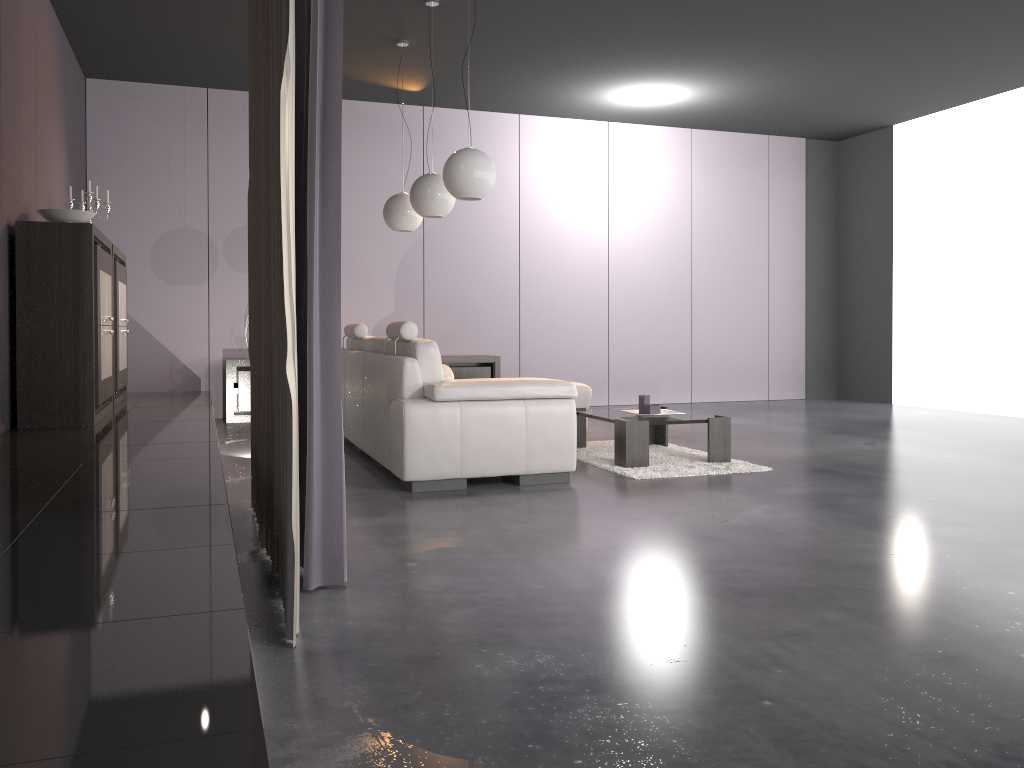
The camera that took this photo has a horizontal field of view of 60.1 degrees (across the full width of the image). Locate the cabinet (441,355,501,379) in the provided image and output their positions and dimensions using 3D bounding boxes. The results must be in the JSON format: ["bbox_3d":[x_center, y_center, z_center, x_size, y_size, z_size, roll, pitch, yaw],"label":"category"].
[{"bbox_3d":[-0.673,0.011,8.524,1.072,0.554,0.377,-1,2,-19],"label":"cabinet"}]

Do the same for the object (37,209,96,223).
[{"bbox_3d":[-2.569,-0.933,5.113,0.309,0.116,0.309,1,3,14],"label":"object"}]

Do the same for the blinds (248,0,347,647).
[{"bbox_3d":[-0.708,-0.874,2.967,0.248,2.994,3.292,0,2,-19],"label":"blinds"}]

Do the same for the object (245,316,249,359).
[{"bbox_3d":[-2.327,-0.460,7.935,0.123,0.465,0.108,0,1,-18],"label":"object"}]

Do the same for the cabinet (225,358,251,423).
[{"bbox_3d":[-2.038,0.043,8.044,1.072,0.554,0.377,-1,2,-19],"label":"cabinet"}]

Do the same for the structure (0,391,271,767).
[{"bbox_3d":[-1.557,0.468,3.157,1.000,0.300,8.783,-1,4,-19],"label":"structure"}]

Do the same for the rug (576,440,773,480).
[{"bbox_3d":[0.829,0.455,5.602,0.916,0.023,1.528,-1,4,-19],"label":"rug"}]

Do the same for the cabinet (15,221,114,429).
[{"bbox_3d":[-2.536,-0.338,5.132,0.411,1.074,1.073,0,2,-19],"label":"cabinet"}]

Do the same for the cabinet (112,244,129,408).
[{"bbox_3d":[-2.922,-0.405,6.231,0.411,1.074,1.073,0,2,-19],"label":"cabinet"}]

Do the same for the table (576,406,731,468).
[{"bbox_3d":[0.832,0.316,5.617,0.701,0.270,0.906,-1,3,-19],"label":"table"}]

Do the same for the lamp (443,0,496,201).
[{"bbox_3d":[-0.247,-1.771,5.089,0.306,1.414,0.307,1,1,38],"label":"lamp"}]

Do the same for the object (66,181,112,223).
[{"bbox_3d":[-2.854,-1.150,5.981,0.229,0.445,0.230,0,1,-2],"label":"object"}]

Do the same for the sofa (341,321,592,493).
[{"bbox_3d":[-0.137,0.013,5.989,1.868,0.858,2.866,-1,3,-19],"label":"sofa"}]

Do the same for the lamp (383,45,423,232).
[{"bbox_3d":[-0.829,-1.870,6.735,0.306,1.414,0.307,0,1,-16],"label":"lamp"}]

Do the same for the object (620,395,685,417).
[{"bbox_3d":[0.872,0.129,5.506,0.304,0.136,0.305,-1,3,-15],"label":"object"}]

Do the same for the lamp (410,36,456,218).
[{"bbox_3d":[-0.530,-1.820,5.896,0.306,1.414,0.307,0,1,-16],"label":"lamp"}]
